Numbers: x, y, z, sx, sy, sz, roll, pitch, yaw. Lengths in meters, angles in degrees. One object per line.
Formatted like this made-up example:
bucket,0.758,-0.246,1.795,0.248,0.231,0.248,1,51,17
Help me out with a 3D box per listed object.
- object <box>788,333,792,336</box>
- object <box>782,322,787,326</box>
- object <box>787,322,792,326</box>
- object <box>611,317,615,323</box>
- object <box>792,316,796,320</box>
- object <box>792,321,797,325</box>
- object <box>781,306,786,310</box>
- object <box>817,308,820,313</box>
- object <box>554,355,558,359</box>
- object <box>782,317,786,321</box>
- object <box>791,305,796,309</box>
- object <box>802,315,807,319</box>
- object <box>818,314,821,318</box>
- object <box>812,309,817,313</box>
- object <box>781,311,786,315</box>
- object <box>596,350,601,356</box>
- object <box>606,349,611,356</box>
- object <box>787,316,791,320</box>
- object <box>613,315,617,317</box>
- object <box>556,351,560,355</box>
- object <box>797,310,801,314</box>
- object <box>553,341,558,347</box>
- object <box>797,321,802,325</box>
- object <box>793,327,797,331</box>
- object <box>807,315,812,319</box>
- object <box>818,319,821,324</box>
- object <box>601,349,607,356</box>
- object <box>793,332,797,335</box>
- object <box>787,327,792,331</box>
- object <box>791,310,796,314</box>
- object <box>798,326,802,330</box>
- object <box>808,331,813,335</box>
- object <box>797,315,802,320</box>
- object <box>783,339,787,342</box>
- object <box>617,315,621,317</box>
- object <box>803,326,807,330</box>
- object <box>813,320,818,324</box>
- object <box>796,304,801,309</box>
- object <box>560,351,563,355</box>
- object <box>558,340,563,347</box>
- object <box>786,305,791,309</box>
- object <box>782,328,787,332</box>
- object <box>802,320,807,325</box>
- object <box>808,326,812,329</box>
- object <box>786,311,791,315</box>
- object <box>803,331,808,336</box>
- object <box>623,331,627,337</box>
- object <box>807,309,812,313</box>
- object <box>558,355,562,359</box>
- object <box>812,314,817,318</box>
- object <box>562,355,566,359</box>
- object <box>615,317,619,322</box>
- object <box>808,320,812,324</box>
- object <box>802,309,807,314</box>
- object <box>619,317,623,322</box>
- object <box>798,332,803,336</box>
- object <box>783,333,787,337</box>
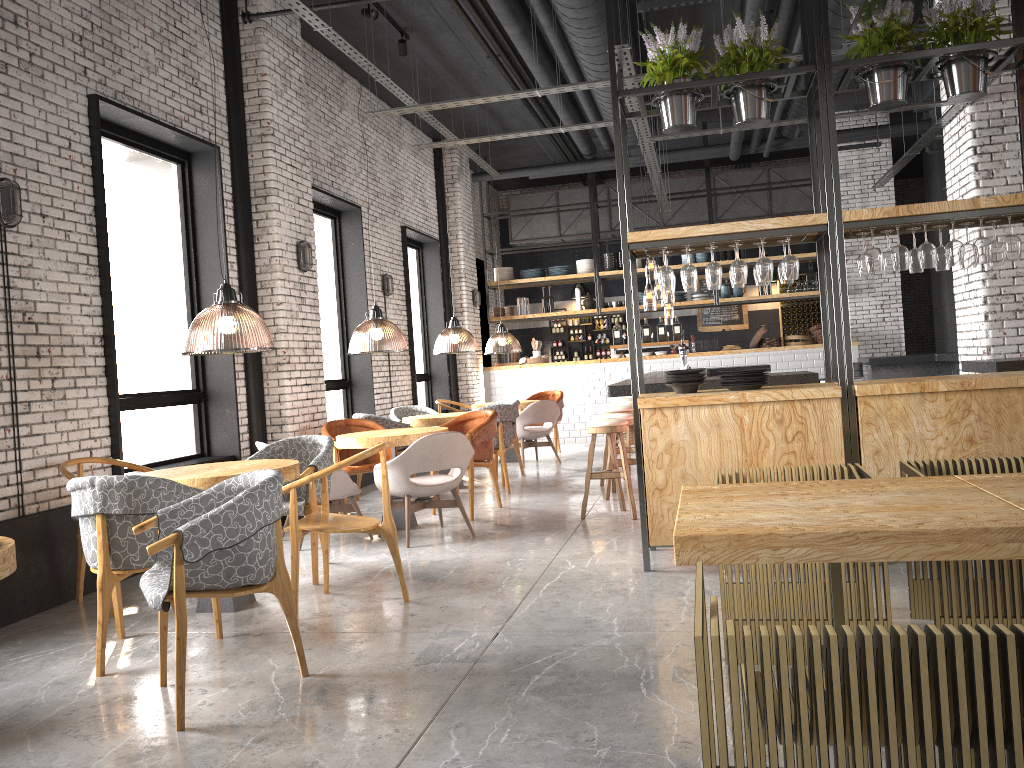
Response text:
object,5.331,-0.947,16.976,0.079,0.079,0.281,-4,1,12
object,5.225,-1.151,16.998,0.079,0.079,0.284,-4,1,13
object,5.322,-1.158,17.000,0.079,0.079,0.284,-4,1,13
object,2.029,-1.286,17.818,0.076,0.111,0.076,-4,0,22
object,5.410,-1.269,16.995,0.079,0.079,0.284,-4,1,13
object,5.412,-1.163,16.971,0.079,0.079,0.284,-4,1,13
object,5.206,-1.466,17.012,0.079,0.079,0.284,-4,1,13
object,5.859,-1.403,16.879,0.079,0.079,0.284,-4,1,13
object,0.898,-0.543,18.076,0.070,0.083,0.071,-4,0,22
object,5.223,-1.257,17.021,0.079,0.079,0.284,-4,1,13
object,5.392,-1.478,16.981,0.079,0.079,0.284,-4,1,13
object,5.586,-1.280,16.921,0.079,0.079,0.284,-4,1,13
object,5.870,-1.299,16.894,0.079,0.079,0.284,-4,1,13
object,5.763,-1.397,16.880,0.079,0.079,0.284,-4,1,13
object,5.219,-1.362,17.036,0.079,0.079,0.284,-4,1,13
object,1.747,-0.627,17.911,0.100,0.139,0.088,-4,0,13
object,1.953,-0.641,17.866,0.100,0.139,0.088,-4,0,13
object,5.319,-1.263,17.020,0.079,0.079,0.284,-4,1,13
object,2.062,-1.399,17.809,0.076,0.111,0.076,-4,0,-13
object,0.937,-0.629,18.070,0.070,0.083,0.071,-4,0,37
object,5.491,-1.379,16.960,0.079,0.079,0.284,-4,1,13
object,0.880,-0.818,18.099,0.100,0.139,0.088,-4,0,13
object,5.506,-1.170,16.960,0.079,0.079,0.284,-4,1,13
object,5.421,-1.059,16.979,0.079,0.079,0.281,-4,1,12
object,5.686,-1.287,16.934,0.079,0.079,0.284,-4,1,13
object,5.877,-1.194,16.894,0.079,0.079,0.284,-4,1,13
object,1.853,-0.634,17.888,0.100,0.139,0.088,-4,0,13
object,5.431,-0.954,16.994,0.079,0.079,0.281,-4,1,12
object,5.325,-1.052,16.980,0.079,0.079,0.281,-4,1,12
object,5.395,-1.373,16.962,0.079,0.079,0.284,-4,1,13
object,5.517,-1.065,16.978,0.079,0.079,0.281,-4,1,12
object,5.704,-0.972,16.918,0.079,0.079,0.281,-4,1,12
object,5.494,-1.274,16.937,0.079,0.079,0.284,-4,1,13
object,5.251,-0.837,17.019,0.079,0.079,0.281,-4,1,12
object,2.142,-1.404,17.794,0.076,0.111,0.076,-4,0,17
object,5.605,-1.071,16.938,0.079,0.079,0.281,-4,1,12
object,5.782,-1.188,16.899,0.079,0.079,0.284,-4,1,13
object,5.488,-1.485,16.980,0.079,0.079,0.284,-4,1,13
object,1.011,-0.634,18.048,0.071,0.083,0.071,-4,0,-38
object,0.986,-0.825,18.076,0.100,0.139,0.088,-4,0,13
object,5.295,-1.472,16.978,0.079,0.079,0.284,-4,1,13
object,5.240,-1.047,17.034,0.079,0.079,0.281,-4,1,12
object,5.598,-1.176,16.939,0.079,0.079,0.284,-4,1,13
object,5.700,-1.077,16.933,0.079,0.079,0.281,-4,1,12
object,5.307,-1.367,17.001,0.079,0.079,0.284,-4,1,13
object,5.610,-0.966,16.929,0.079,0.079,0.281,-4,1,12
object,2.264,-0.998,17.791,0.081,0.113,0.071,-4,0,12
object,5.675,-1.391,16.920,0.079,0.079,0.284,-4,1,13
object,0.975,-0.548,18.058,0.071,0.083,0.071,-4,0,2
object,5.769,-1.292,16.876,0.079,0.079,0.284,-4,1,13
object,1.055,-0.553,18.040,0.070,0.083,0.071,-4,0,37
object,2.110,-1.291,17.799,0.076,0.111,0.076,-4,0,32
object,5.694,-1.182,16.939,0.079,0.079,0.284,-4,1,13
object,5.578,-1.385,16.917,0.079,0.079,0.284,-4,1,13
object,2.190,-1.296,17.783,0.076,0.111,0.076,-4,0,7
object,5.515,-0.959,16.936,0.079,0.079,0.281,-4,1,12
object,5.242,-0.942,17.010,0.079,0.079,0.281,-4,1,12
